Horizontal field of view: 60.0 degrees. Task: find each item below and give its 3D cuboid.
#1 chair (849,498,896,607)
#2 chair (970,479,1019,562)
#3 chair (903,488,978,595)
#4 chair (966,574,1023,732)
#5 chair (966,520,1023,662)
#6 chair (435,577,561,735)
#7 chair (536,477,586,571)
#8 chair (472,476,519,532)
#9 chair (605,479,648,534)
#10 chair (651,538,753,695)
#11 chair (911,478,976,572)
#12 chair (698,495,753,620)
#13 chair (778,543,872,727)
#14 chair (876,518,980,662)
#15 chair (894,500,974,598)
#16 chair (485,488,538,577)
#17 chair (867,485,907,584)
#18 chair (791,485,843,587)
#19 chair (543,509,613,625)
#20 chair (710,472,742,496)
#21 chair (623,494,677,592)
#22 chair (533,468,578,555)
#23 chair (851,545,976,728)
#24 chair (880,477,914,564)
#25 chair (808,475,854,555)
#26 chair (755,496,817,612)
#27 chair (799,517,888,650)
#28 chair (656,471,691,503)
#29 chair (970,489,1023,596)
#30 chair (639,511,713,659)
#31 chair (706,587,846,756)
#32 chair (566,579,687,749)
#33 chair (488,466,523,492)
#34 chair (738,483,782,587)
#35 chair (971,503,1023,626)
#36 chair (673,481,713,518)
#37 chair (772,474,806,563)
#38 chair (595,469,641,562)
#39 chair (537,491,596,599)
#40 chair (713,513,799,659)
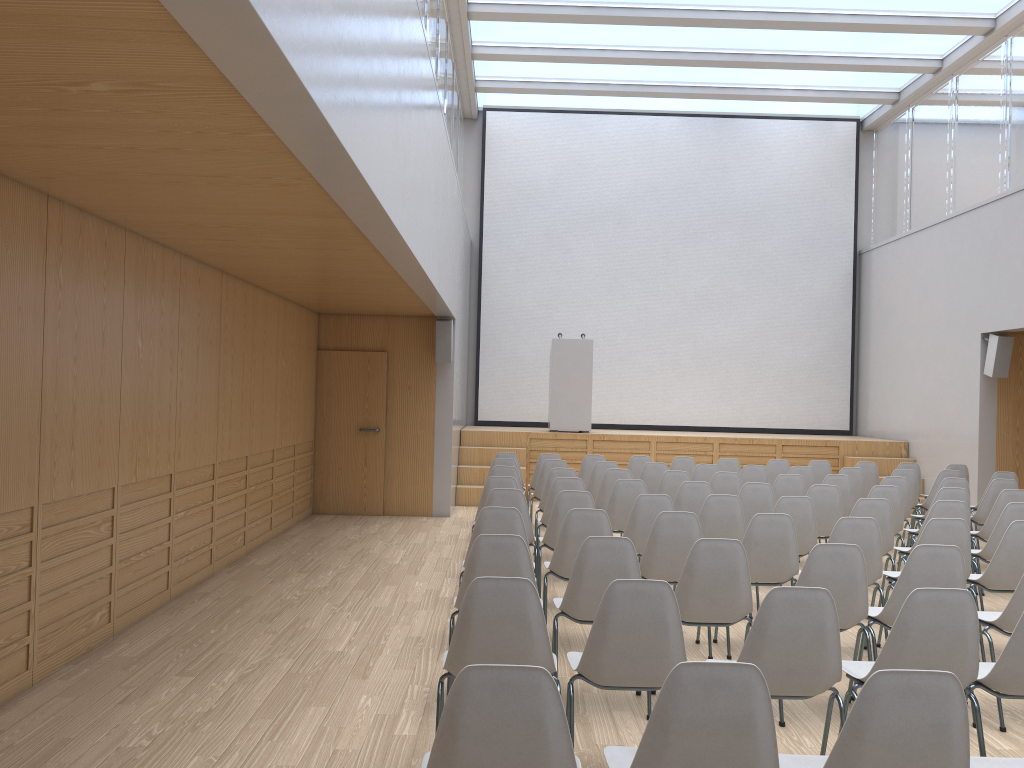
[{"bbox_3d":[2.529,1.244,6.479,0.479,0.876,0.505,2,-1,0],"label":"chair"},{"bbox_3d":[4.575,1.325,8.504,0.479,0.876,0.505,2,-1,0],"label":"chair"},{"bbox_3d":[3.585,1.285,7.469,0.479,0.876,0.505,2,-1,0],"label":"chair"},{"bbox_3d":[2.566,1.219,4.421,0.479,0.876,0.505,2,-1,0],"label":"chair"},{"bbox_3d":[3.036,1.245,5.465,0.479,0.876,0.505,2,-1,0],"label":"chair"},{"bbox_3d":[-0.048,1.136,3.442,0.479,0.876,0.505,2,-1,0],"label":"chair"},{"bbox_3d":[0.447,1.201,7.464,0.479,0.876,0.505,2,-1,0],"label":"chair"},{"bbox_3d":[-0.097,1.186,7.401,0.479,0.876,0.505,2,-1,0],"label":"chair"},{"bbox_3d":[0.947,1.214,7.449,0.479,0.876,0.505,2,-1,0],"label":"chair"},{"bbox_3d":[0.972,1.177,4.468,0.479,0.876,0.505,2,-1,0],"label":"chair"},{"bbox_3d":[4.102,1.312,8.473,0.479,0.876,0.505,2,-1,0],"label":"chair"},{"bbox_3d":[1.466,1.215,6.453,0.479,0.876,0.505,2,-1,0],"label":"chair"},{"bbox_3d":[1.515,1.191,4.413,0.479,0.876,0.505,2,-1,0],"label":"chair"},{"bbox_3d":[2.559,1.232,5.479,0.479,0.876,0.505,2,-1,0],"label":"chair"},{"bbox_3d":[3.064,1.258,6.465,0.479,0.876,0.505,2,-1,0],"label":"chair"},{"bbox_3d":[-0.050,1.175,6.470,0.479,0.876,0.505,2,-1,0],"label":"chair"},{"bbox_3d":[3.046,1.271,7.493,0.479,0.876,0.505,2,-1,0],"label":"chair"},{"bbox_3d":[2.517,1.256,7.420,0.479,0.876,0.505,2,-1,0],"label":"chair"},{"bbox_3d":[0.431,1.175,5.464,0.479,0.876,0.505,2,-1,0],"label":"chair"},{"bbox_3d":[1.978,1.255,8.457,0.479,0.876,0.505,2,-1,0],"label":"chair"},{"bbox_3d":[0.968,1.201,6.368,0.479,0.876,0.505,2,-1,0],"label":"chair"},{"bbox_3d":[0.457,1.213,8.405,0.479,0.876,0.505,2,-1,0],"label":"chair"},{"bbox_3d":[2.008,1.204,4.457,0.479,0.876,0.505,2,-1,0],"label":"chair"},{"bbox_3d":[3.528,1.296,8.428,0.479,0.876,0.505,2,-1,0],"label":"chair"},{"bbox_3d":[3.016,1.283,8.483,0.479,0.876,0.505,2,-1,0],"label":"chair"},{"bbox_3d":[1.982,1.230,6.485,0.479,0.876,0.505,2,-1,0],"label":"chair"},{"bbox_3d":[2.003,1.216,5.417,0.479,0.876,0.505,2,-1,0],"label":"chair"},{"bbox_3d":[1.504,1.242,8.434,0.479,0.876,0.505,2,-1,0],"label":"chair"},{"bbox_3d":[4.079,1.298,7.453,0.479,0.876,0.505,2,-1,0],"label":"chair"},{"bbox_3d":[0.958,1.189,5.449,0.479,0.876,0.505,2,-1,0],"label":"chair"},{"bbox_3d":[1.014,1.164,3.409,0.479,0.876,0.505,2,-1,0],"label":"chair"},{"bbox_3d":[0.453,1.150,3.464,0.479,0.876,0.505,2,-1,0],"label":"chair"},{"bbox_3d":[-0.083,1.200,8.460,0.479,0.876,0.505,2,-1,0],"label":"chair"},{"bbox_3d":[1.978,1.242,7.437,0.479,0.876,0.505,2,-1,0],"label":"chair"},{"bbox_3d":[3.560,1.271,6.449,0.479,0.876,0.505,2,-1,0],"label":"chair"},{"bbox_3d":[1.472,1.228,7.413,0.479,0.876,0.505,2,-1,0],"label":"chair"},{"bbox_3d":[2.539,1.269,8.379,0.479,0.876,0.505,2,-1,0],"label":"chair"},{"bbox_3d":[0.975,1.228,8.477,0.479,0.876,0.505,2,-1,0],"label":"chair"},{"bbox_3d":[0.428,1.187,6.445,0.479,0.876,0.505,2,-1,0],"label":"chair"},{"bbox_3d":[1.526,1.205,5.482,0.479,0.876,0.505,2,-1,0],"label":"chair"}]
